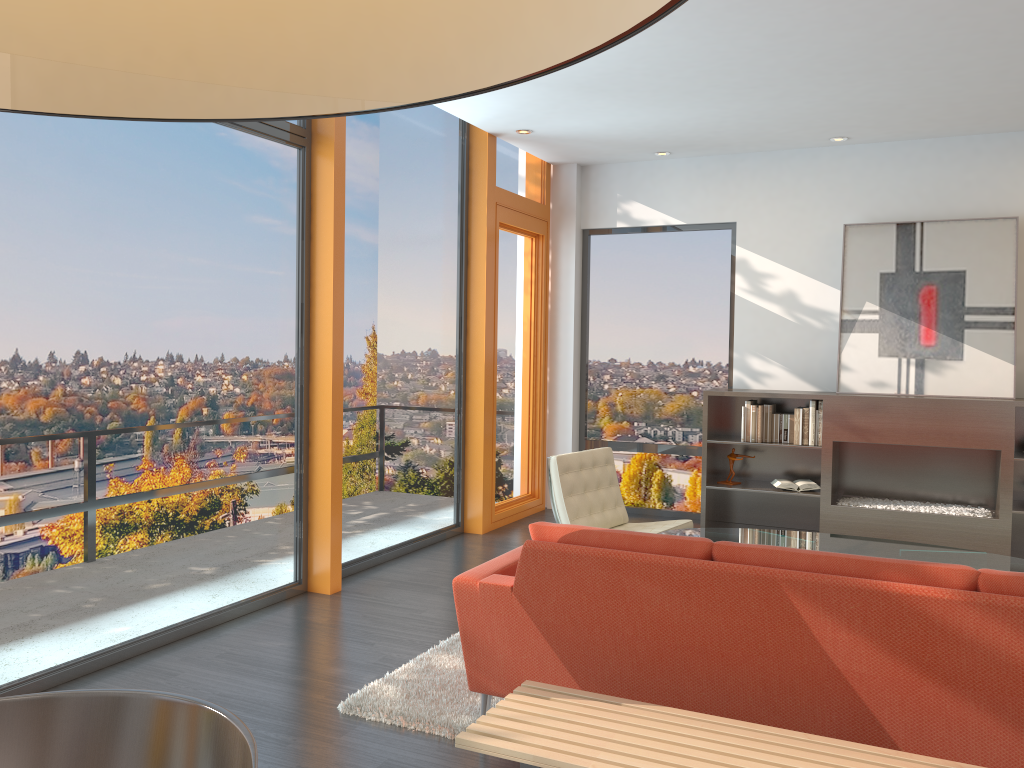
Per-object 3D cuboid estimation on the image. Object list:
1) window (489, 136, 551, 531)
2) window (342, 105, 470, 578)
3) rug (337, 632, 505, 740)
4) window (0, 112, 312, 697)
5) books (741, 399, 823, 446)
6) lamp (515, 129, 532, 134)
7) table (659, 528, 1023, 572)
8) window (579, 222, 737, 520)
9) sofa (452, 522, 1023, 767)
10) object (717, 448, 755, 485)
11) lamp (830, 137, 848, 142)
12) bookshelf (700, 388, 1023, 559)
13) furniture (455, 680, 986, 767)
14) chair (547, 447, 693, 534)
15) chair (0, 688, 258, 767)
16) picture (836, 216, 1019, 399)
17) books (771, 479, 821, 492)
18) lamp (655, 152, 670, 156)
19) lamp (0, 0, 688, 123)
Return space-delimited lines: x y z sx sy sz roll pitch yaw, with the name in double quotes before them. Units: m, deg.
"window" -0.007 -0.507 7.609 0.211 3.345 1.156 2 2 25
"window" -0.783 -0.464 6.194 0.070 3.345 1.844 2 2 25
"rug" 1.647 1.325 4.106 3.772 0.043 2.984 2 2 25
"window" -1.676 -0.403 4.311 0.070 3.345 2.105 2 2 25
"books" 2.121 0.283 6.907 0.592 0.339 0.324 2 2 25
"lamp" 0.089 -1.945 6.844 0.129 0.010 0.129 0 2 -20
"table" 1.714 1.087 4.476 1.999 0.464 0.948 2 2 26
"window" 1.286 -0.496 7.915 1.410 3.339 0.065 2 2 25
"sofa" 1.154 0.935 3.119 2.597 0.852 1.038 2 2 25
"object" 1.794 0.661 7.129 0.201 0.290 0.245 -1 3 -45
"lamp" 2.552 -1.910 6.925 0.129 0.010 0.129 0 2 -20
"bookshelf" 3.150 0.676 6.534 3.387 1.162 0.570 2 2 25
"furniture" 0.846 1.209 2.332 2.006 0.357 0.492 2 2 25
"chair" 0.654 0.840 5.451 0.707 0.817 0.700 2 2 35
"chair" -0.594 0.935 0.997 0.548 0.967 0.614 2 2 25
"picture" 3.115 -0.577 6.687 1.208 1.338 0.269 2 2 25
"books" 2.206 0.788 6.899 0.336 0.064 0.234 1 2 5
"lamp" 1.275 -1.954 7.530 0.129 0.010 0.129 0 2 -20
"lamp" -0.190 -0.938 0.235 0.567 1.579 0.567 0 2 -35
